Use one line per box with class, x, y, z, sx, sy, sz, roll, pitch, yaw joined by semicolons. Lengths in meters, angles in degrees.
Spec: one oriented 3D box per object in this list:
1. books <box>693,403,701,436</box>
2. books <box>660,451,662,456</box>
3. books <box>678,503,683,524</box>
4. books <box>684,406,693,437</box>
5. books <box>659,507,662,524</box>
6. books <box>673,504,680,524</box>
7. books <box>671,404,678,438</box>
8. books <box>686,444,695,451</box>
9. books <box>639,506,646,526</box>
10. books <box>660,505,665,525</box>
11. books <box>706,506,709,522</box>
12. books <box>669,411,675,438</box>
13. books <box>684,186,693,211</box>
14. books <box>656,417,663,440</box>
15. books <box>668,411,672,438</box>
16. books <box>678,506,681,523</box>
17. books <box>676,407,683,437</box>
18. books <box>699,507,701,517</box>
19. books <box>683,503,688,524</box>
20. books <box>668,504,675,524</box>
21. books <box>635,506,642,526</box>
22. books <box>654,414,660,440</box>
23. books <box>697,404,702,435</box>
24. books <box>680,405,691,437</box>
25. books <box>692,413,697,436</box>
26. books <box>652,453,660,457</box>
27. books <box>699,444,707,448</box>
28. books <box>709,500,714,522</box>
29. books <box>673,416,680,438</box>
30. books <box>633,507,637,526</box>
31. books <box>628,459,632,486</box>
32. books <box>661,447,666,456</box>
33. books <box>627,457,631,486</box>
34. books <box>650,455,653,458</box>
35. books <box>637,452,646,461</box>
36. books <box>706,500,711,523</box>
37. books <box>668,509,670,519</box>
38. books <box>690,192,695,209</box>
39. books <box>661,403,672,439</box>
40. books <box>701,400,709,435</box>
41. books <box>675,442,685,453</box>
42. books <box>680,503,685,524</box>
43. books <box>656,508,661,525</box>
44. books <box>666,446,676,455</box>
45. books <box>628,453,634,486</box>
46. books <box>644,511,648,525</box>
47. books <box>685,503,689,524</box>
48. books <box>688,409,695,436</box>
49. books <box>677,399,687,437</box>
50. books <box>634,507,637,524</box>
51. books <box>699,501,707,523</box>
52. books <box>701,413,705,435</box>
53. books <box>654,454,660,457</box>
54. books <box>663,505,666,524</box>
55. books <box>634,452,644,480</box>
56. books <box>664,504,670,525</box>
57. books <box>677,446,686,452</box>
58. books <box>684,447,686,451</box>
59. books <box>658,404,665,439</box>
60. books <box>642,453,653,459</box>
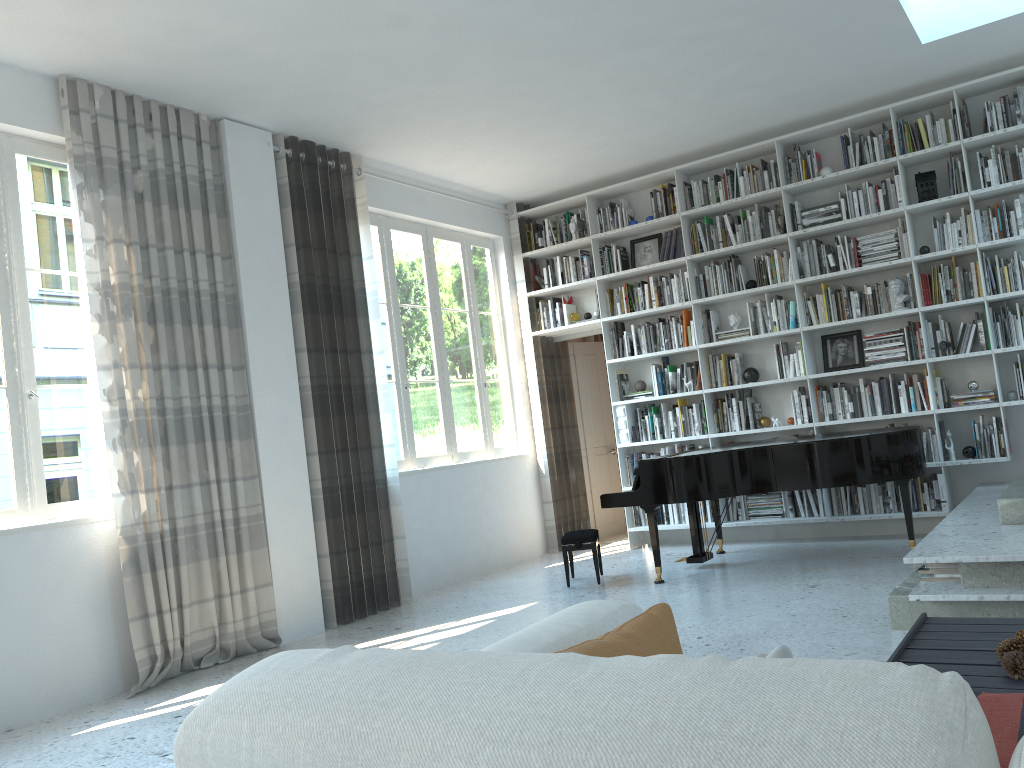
books;1.577;0.295;7.440;0.021;0.265;0.185;-9;-4;33
books;1.329;0.711;7.649;0.013;0.273;0.146;-9;-4;33
books;1.460;1.045;7.543;0.025;0.266;0.159;-9;-4;33
books;1.512;0.315;7.489;0.028;0.249;0.159;-9;-4;33
books;1.309;1.078;7.666;0.022;0.252;0.139;-9;-4;33
books;1.426;1.051;7.566;0.031;0.266;0.186;-9;-4;33
books;1.411;0.315;7.561;0.014;0.282;0.150;-9;-4;33
books;1.526;0.664;7.497;0.013;0.301;0.172;-9;-4;33
books;1.160;1.081;7.750;0.045;0.293;0.181;-9;-4;33
books;1.324;1.091;7.645;0.022;0.221;0.163;-9;-4;33
books;1.660;1.016;7.445;0.040;0.264;0.137;-9;-4;33
books;1.398;0.344;7.572;0.027;0.229;0.159;-9;-4;33
books;1.506;-1.533;7.448;0.029;0.237;0.156;-9;-4;33
books;1.292;0.381;7.627;0.016;0.188;0.183;-9;-4;33
books;1.377;0.348;7.606;0.045;0.230;0.138;-9;-4;33
books;1.452;1.029;7.570;0.014;0.304;0.139;-9;-4;33
books;1.454;0.322;7.534;0.026;0.254;0.176;-9;-4;33
books;1.603;1.043;7.459;0.022;0.224;0.141;-9;-4;33
books;1.503;1.068;7.514;0.028;0.206;0.171;-9;-4;33
books;1.391;1.089;7.585;0.030;0.201;0.168;-9;-4;33
books;1.133;1.136;7.751;0.029;0.190;0.176;-9;-4;33
books;1.279;0.368;7.640;0.015;0.219;0.190;-9;-4;33
books;1.602;0.296;7.446;0.013;0.260;0.142;-9;-4;33
books;1.485;0.313;7.500;0.028;0.260;0.181;-9;-4;33
books;1.566;0.335;7.474;0.023;0.194;0.140;-9;-4;33
books;1.273;0.727;7.653;0.013;0.256;0.189;-9;-4;33
books;1.622;0.656;7.448;0.025;0.287;0.130;-9;-4;33
books;1.679;0.990;7.394;0.012;0.303;0.165;-9;-4;33
books;1.430;0.362;7.539;0.029;0.181;0.190;-9;-4;33
books;1.108;1.110;7.799;0.012;0.254;0.161;-9;-4;33
books;1.077;0.768;7.794;0.029;0.239;0.154;-9;-4;33
books;1.340;0.696;7.632;0.027;0.299;0.142;-9;-4;33
books;1.067;0.763;7.817;0.012;0.254;0.161;-9;-4;33
books;1.254;0.737;7.704;0.022;0.248;0.133;-9;-4;33
books;1.150;0.740;7.760;0.010;0.273;0.150;-9;-4;33
books;1.667;0.996;7.405;0.021;0.295;0.188;-9;-4;33
books;1.380;1.070;7.621;0.022;0.246;0.135;-9;-4;33
books;1.540;-1.510;7.444;0.024;0.183;0.133;-9;-4;33
books;1.339;0.314;7.608;0.012;0.306;0.189;-9;-4;33
books;1.634;0.276;7.401;0.014;0.286;0.179;-9;-4;33
books;1.444;0.664;7.537;0.014;0.325;0.170;-9;-4;33
books;1.482;1.066;7.529;0.021;0.218;0.190;-9;-4;33
books;1.292;1.105;7.674;0.022;0.205;0.158;-9;-4;33
books;1.366;0.686;7.593;0.039;0.307;0.172;-9;-4;33
books;1.082;0.747;7.771;0.011;0.277;0.189;-9;-4;33
books;1.195;1.100;7.736;0.024;0.246;0.143;-9;-4;33
books;1.525;1.074;7.491;0.031;0.188;0.190;-9;-4;33
books;1.543;0.321;7.486;0.025;0.229;0.153;-9;-4;33
books;1.466;0.285;7.523;0.021;0.322;0.171;-9;-4;33
books;1.125;1.127;7.788;0.023;0.216;0.158;-9;-4;33
books;1.620;1.025;7.444;0.027;0.256;0.179;-9;-4;33
books;1.628;0.331;7.429;0.041;0.181;0.141;-9;-4;33
books;1.280;0.727;7.643;0.010;0.252;0.177;-9;-4;33
books;1.345;1.070;7.637;0.027;0.256;0.160;-9;-4;33
books;1.112;0.739;7.761;0.052;0.283;0.172;-9;-4;33
books;1.350;1.046;7.615;0.013;0.300;0.183;-9;-4;33
books;1.461;0.677;7.536;0.012;0.295;0.176;-9;-4;33
books;1.515;0.671;7.511;0.022;0.290;0.137;-9;-4;33
books;1.320;0.320;7.606;0.019;0.300;0.180;-9;-4;33
books;1.197;0.735;7.711;0.029;0.266;0.171;-9;-4;33
